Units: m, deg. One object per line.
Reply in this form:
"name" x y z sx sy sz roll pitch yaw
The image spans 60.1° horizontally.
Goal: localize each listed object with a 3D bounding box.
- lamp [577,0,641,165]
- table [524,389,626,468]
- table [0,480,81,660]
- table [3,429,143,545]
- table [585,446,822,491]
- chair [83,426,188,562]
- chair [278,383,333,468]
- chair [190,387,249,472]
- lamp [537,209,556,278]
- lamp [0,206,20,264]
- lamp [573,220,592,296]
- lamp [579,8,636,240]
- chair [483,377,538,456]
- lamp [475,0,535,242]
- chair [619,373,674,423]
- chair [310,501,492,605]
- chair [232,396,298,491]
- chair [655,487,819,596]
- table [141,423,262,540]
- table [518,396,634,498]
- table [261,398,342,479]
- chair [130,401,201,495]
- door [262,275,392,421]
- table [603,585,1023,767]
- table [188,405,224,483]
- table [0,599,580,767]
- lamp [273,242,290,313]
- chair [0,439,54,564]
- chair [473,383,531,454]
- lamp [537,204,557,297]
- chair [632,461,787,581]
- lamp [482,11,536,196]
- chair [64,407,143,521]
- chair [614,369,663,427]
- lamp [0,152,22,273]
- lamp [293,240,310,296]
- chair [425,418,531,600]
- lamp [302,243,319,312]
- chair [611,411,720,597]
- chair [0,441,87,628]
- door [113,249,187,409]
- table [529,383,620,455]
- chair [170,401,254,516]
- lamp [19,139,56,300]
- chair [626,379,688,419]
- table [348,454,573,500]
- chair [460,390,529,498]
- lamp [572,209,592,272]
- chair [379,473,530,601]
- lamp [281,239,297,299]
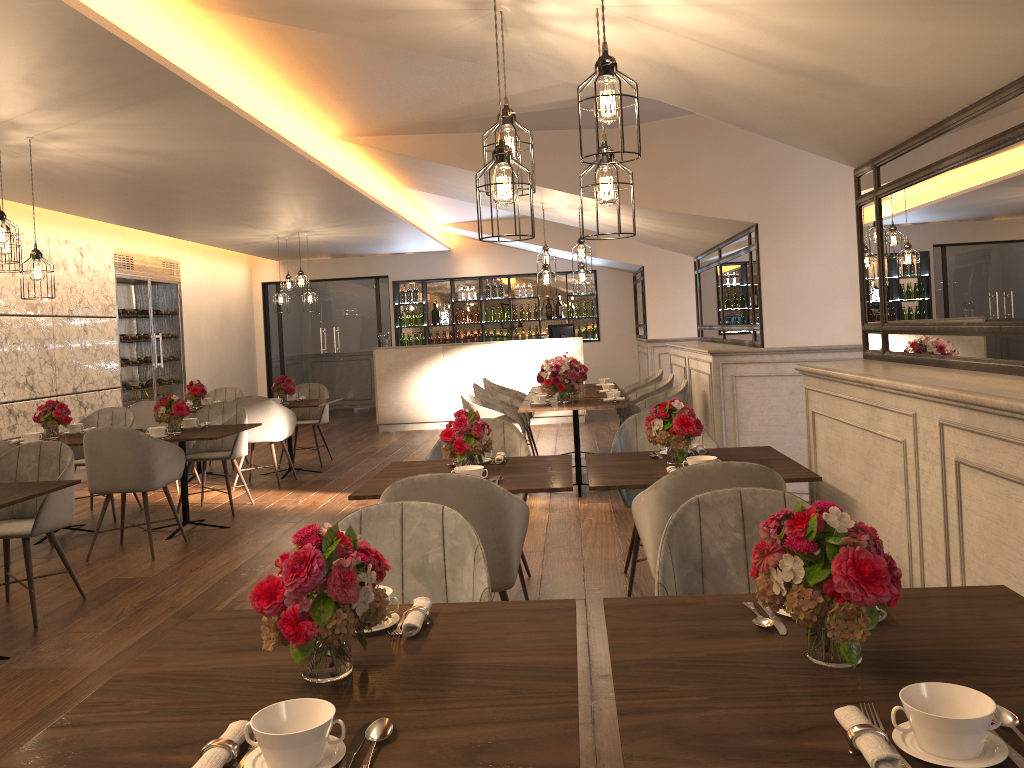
"lamp" 0.232 -1.685 2.559 0.175 2.070 0.175 -3 0 5
"table" 0.599 0.455 8.232 0.896 0.720 0.898 -3 2 4
"table" -2.585 0.883 3.959 0.896 0.720 0.898 -3 2 4
"table" -3.376 0.762 6.594 0.896 0.720 0.898 -3 2 4
"table" 0.796 0.711 3.888 0.896 0.720 0.898 -3 2 4
"chair" -2.519 0.686 5.880 0.565 0.872 0.527 -3 1 4
"chair" -2.260 0.440 9.677 0.565 0.872 0.527 -3 1 4
"chair" -3.216 0.486 9.738 0.565 0.872 0.527 -3 1 4
"lamp" 0.278 -2.042 8.350 0.175 2.070 0.175 -3 0 5
"lamp" -2.941 -1.719 5.008 0.175 2.070 0.175 -3 0 5
"lamp" 0.600 -1.851 8.128 0.175 2.070 0.175 -3 0 5
"lamp" 0.263 -1.513 2.887 0.175 2.070 0.175 -3 0 5
"chair" -0.017 0.354 9.174 0.526 0.872 0.565 -3 1 4
"lamp" -0.069 -1.489 2.782 0.175 2.070 0.175 -3 0 5
"chair" 1.248 0.350 8.169 0.526 0.872 0.565 -3 1 4
"chair" -0.308 0.790 2.303 0.565 0.872 0.527 -3 1 4
"chair" -2.360 0.526 8.352 0.565 0.872 0.527 -3 1 4
"chair" 0.648 0.744 2.241 0.565 0.872 0.527 -3 1 4
"table" -2.420 0.717 6.532 0.896 0.720 0.898 -3 2 4
"table" 0.538 0.516 7.295 0.896 0.720 0.898 -3 2 4
"table" -2.261 0.557 9.004 0.896 0.720 0.898 -3 2 4
"chair" -3.316 0.572 8.414 0.565 0.872 0.527 -3 1 4
"door" -2.976 -0.553 14.552 2.105 2.334 0.274 -3 0 4
"table" 0.647 0.861 1.569 0.896 0.720 0.898 -3 2 4
"table" -3.217 0.603 9.066 0.896 0.720 0.898 -3 2 4
"table" -0.309 0.907 1.631 0.896 0.720 0.898 -3 2 4
"lamp" -2.881 -1.906 10.874 0.175 2.070 0.175 -3 0 5
"chair" -3.475 0.732 5.942 0.565 0.872 0.527 -3 1 4
"chair" -0.077 0.414 8.237 0.526 0.872 0.565 -3 1 4
"lamp" 0.267 -1.827 8.023 0.175 2.070 0.175 -3 0 5
"chair" 0.743 0.678 3.233 0.565 0.872 0.527 -3 1 4
"lamp" -0.058 -1.703 3.109 0.175 2.070 0.175 -3 0 5
"chair" -3.375 0.646 7.266 0.565 0.872 0.527 -3 1 4
"chair" 1.308 0.289 9.107 0.526 0.872 0.565 -3 1 4
"lamp" -3.231 -1.738 5.559 0.175 2.070 0.175 -3 0 5
"lamp" -2.580 -2.102 10.651 0.175 2.070 0.175 -3 0 5
"chair" -0.160 0.640 4.622 0.565 0.872 0.527 -3 1 4
"lamp" -2.549 -1.930 10.979 0.175 2.070 0.175 -3 0 5
"chair" 0.797 0.594 4.560 0.565 0.872 0.527 -3 1 4
"chair" -2.584 0.766 4.631 0.565 0.872 0.527 -3 1 4
"door" -4.406 -0.362 10.902 0.134 2.468 1.859 -3 1 4
"table" 0.659 0.395 9.170 0.896 0.720 0.898 -3 2 4
"chair" -2.419 0.600 7.204 0.565 0.872 0.527 -3 1 4
"lamp" -2.910 -1.547 5.337 0.175 2.070 0.175 -3 0 5
"chair" 1.188 0.410 7.232 0.526 0.872 0.565 -3 1 4
"table" -0.160 0.757 3.951 0.896 0.720 0.898 -3 2 4
"chair" -0.137 0.475 7.300 0.526 0.872 0.565 -3 1 4
"lamp" 0.568 -2.023 7.800 0.175 2.070 0.175 -3 0 5
"chair" -0.213 0.724 3.295 0.565 0.872 0.527 -3 1 4
"lamp" -2.870 -2.121 11.201 0.175 2.070 0.175 -3 0 5
